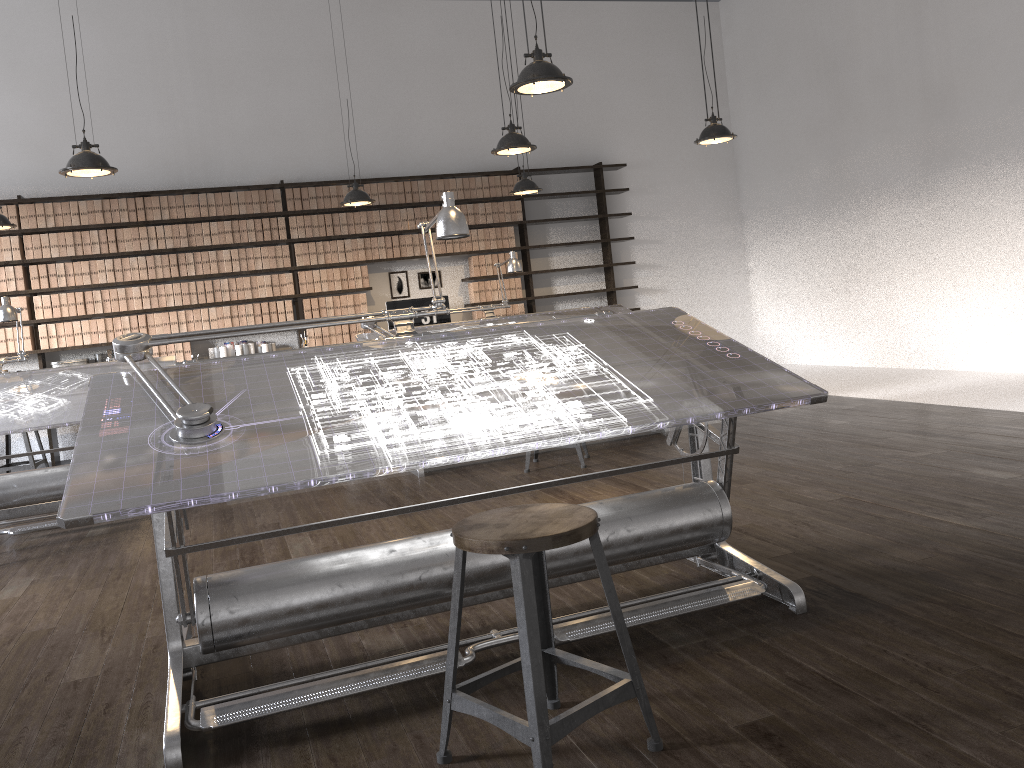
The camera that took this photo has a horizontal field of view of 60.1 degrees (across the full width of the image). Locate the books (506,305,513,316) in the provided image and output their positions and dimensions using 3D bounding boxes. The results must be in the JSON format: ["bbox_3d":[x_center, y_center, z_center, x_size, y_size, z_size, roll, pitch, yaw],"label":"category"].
[{"bbox_3d":[-0.048,-0.736,9.535,0.067,0.225,0.174,-7,3,-18],"label":"books"}]

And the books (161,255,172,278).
[{"bbox_3d":[-3.294,-1.111,8.441,0.067,0.225,0.174,-7,3,-18],"label":"books"}]

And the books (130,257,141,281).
[{"bbox_3d":[-3.550,-1.075,8.351,0.067,0.225,0.174,-7,3,-18],"label":"books"}]

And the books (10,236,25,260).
[{"bbox_3d":[-4.481,-1.222,8.035,0.067,0.225,0.174,-7,3,-18],"label":"books"}]

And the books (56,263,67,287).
[{"bbox_3d":[-4.134,-0.993,8.152,0.067,0.225,0.174,-7,3,-18],"label":"books"}]

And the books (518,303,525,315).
[{"bbox_3d":[0.081,-0.754,9.573,0.067,0.225,0.174,-7,3,-18],"label":"books"}]

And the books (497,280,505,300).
[{"bbox_3d":[-0.140,-1.002,9.499,0.067,0.225,0.174,-7,3,-18],"label":"books"}]

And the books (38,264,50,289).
[{"bbox_3d":[-4.272,-0.974,8.104,0.067,0.225,0.174,-7,3,-18],"label":"books"}]

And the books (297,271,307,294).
[{"bbox_3d":[-2.097,-1.006,8.845,0.067,0.225,0.174,-7,3,-18],"label":"books"}]

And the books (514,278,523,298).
[{"bbox_3d":[0.046,-1.029,9.568,0.067,0.225,0.174,-7,3,-18],"label":"books"}]

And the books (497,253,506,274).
[{"bbox_3d":[-0.130,-1.281,9.505,0.067,0.225,0.174,-7,3,-18],"label":"books"}]

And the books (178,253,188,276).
[{"bbox_3d":[-3.154,-1.131,8.489,0.067,0.225,0.174,-7,3,-18],"label":"books"}]

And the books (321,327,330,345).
[{"bbox_3d":[-1.881,-0.479,8.909,0.067,0.225,0.174,-7,3,-18],"label":"books"}]

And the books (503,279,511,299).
[{"bbox_3d":[-0.077,-1.011,9.520,0.067,0.225,0.174,-7,3,-18],"label":"books"}]

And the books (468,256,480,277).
[{"bbox_3d":[-0.402,-1.243,9.418,0.067,0.225,0.174,-7,3,-18],"label":"books"}]

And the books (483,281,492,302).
[{"bbox_3d":[-0.276,-0.984,9.460,0.067,0.225,0.174,-7,3,-18],"label":"books"}]

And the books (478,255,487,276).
[{"bbox_3d":[-0.336,-1.252,9.440,0.067,0.225,0.174,-7,3,-18],"label":"books"}]

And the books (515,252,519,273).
[{"bbox_3d":[0.010,-1.300,9.555,0.067,0.225,0.174,-7,3,-18],"label":"books"}]

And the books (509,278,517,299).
[{"bbox_3d":[-0.019,-1.019,9.544,0.067,0.225,0.174,-7,3,-18],"label":"books"}]

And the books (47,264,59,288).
[{"bbox_3d":[-4.203,-0.984,8.134,0.067,0.225,0.174,-7,3,-18],"label":"books"}]

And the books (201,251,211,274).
[{"bbox_3d":[-2.953,-1.159,8.556,0.067,0.225,0.174,-7,3,-18],"label":"books"}]

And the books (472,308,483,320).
[{"bbox_3d":[-0.362,-0.692,9.429,0.067,0.225,0.174,-7,3,-18],"label":"books"}]

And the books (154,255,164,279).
[{"bbox_3d":[-3.355,-1.103,8.418,0.067,0.225,0.174,-7,3,-18],"label":"books"}]

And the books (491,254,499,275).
[{"bbox_3d":[-0.202,-1.271,9.486,0.067,0.225,0.174,-7,3,-18],"label":"books"}]

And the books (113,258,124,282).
[{"bbox_3d":[-3.682,-1.057,8.308,0.067,0.225,0.174,-7,3,-18],"label":"books"}]

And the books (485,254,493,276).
[{"bbox_3d":[-0.268,-1.261,9.459,0.067,0.225,0.174,-7,3,-18],"label":"books"}]

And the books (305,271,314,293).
[{"bbox_3d":[-2.031,-1.015,8.866,0.067,0.225,0.174,-7,3,-18],"label":"books"}]

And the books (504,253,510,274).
[{"bbox_3d":[-0.062,-1.290,9.533,0.067,0.225,0.174,-7,3,-18],"label":"books"}]

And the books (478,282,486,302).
[{"bbox_3d":[-0.341,-0.974,9.436,0.067,0.225,0.174,-7,3,-18],"label":"books"}]

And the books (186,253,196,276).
[{"bbox_3d":[-3.085,-1.140,8.507,0.067,0.225,0.174,-7,3,-18],"label":"books"}]

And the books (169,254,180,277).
[{"bbox_3d":[-3.222,-1.121,8.459,0.067,0.225,0.174,-7,3,-18],"label":"books"}]

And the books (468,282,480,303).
[{"bbox_3d":[-0.406,-0.965,9.410,0.067,0.225,0.174,-7,3,-18],"label":"books"}]

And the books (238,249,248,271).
[{"bbox_3d":[-2.633,-1.204,8.663,0.067,0.225,0.174,-7,3,-18],"label":"books"}]

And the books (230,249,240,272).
[{"bbox_3d":[-2.698,-1.194,8.637,0.067,0.225,0.174,-7,3,-18],"label":"books"}]

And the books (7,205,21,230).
[{"bbox_3d":[-4.504,-1.497,8.027,0.067,0.225,0.174,-7,3,-18],"label":"books"}]

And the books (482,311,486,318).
[{"bbox_3d":[-0.297,-0.701,9.445,0.067,0.225,0.174,-7,3,-18],"label":"books"}]

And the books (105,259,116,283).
[{"bbox_3d":[-3.747,-1.047,8.282,0.067,0.225,0.174,-7,3,-18],"label":"books"}]

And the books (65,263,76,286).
[{"bbox_3d":[-4.069,-1.003,8.178,0.067,0.225,0.174,-7,3,-18],"label":"books"}]

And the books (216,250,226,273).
[{"bbox_3d":[-2.826,-1.177,8.597,0.067,0.225,0.174,-7,3,-18],"label":"books"}]

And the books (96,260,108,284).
[{"bbox_3d":[-3.816,-1.038,8.261,0.067,0.225,0.174,-7,3,-18],"label":"books"}]

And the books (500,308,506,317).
[{"bbox_3d":[-0.113,-0.727,9.509,0.067,0.225,0.174,-7,3,-18],"label":"books"}]

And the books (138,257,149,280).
[{"bbox_3d":[-3.481,-1.084,8.371,0.067,0.225,0.174,-7,3,-18],"label":"books"}]

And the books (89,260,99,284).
[{"bbox_3d":[-3.876,-1.030,8.242,0.067,0.225,0.174,-7,3,-18],"label":"books"}]

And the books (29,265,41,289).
[{"bbox_3d":[-4.343,-0.964,8.086,0.067,0.225,0.174,-7,3,-18],"label":"books"}]

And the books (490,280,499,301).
[{"bbox_3d":[-0.209,-0.993,9.479,0.067,0.225,0.174,-7,3,-18],"label":"books"}]

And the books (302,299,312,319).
[{"bbox_3d":[-2.051,-0.735,8.859,0.067,0.225,0.174,-7,3,-18],"label":"books"}]

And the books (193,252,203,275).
[{"bbox_3d":[-3.020,-1.150,8.533,0.067,0.225,0.174,-7,3,-18],"label":"books"}]

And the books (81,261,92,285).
[{"bbox_3d":[-3.937,-1.021,8.217,0.067,0.225,0.174,-7,3,-18],"label":"books"}]

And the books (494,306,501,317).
[{"bbox_3d":[-0.176,-0.718,9.489,0.067,0.225,0.174,-7,3,-18],"label":"books"}]

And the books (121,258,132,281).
[{"bbox_3d":[-3.617,-1.066,8.332,0.067,0.225,0.174,-7,3,-18],"label":"books"}]

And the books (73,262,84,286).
[{"bbox_3d":[-4.002,-1.012,8.201,0.067,0.225,0.174,-7,3,-18],"label":"books"}]

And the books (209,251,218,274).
[{"bbox_3d":[-2.888,-1.167,8.572,0.067,0.225,0.174,-7,3,-18],"label":"books"}]

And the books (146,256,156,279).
[{"bbox_3d":[-3.413,-1.094,8.394,0.067,0.225,0.174,-7,3,-18],"label":"books"}]

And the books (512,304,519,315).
[{"bbox_3d":[0.017,-0.746,9.559,0.067,0.225,0.174,-7,3,-18],"label":"books"}]
